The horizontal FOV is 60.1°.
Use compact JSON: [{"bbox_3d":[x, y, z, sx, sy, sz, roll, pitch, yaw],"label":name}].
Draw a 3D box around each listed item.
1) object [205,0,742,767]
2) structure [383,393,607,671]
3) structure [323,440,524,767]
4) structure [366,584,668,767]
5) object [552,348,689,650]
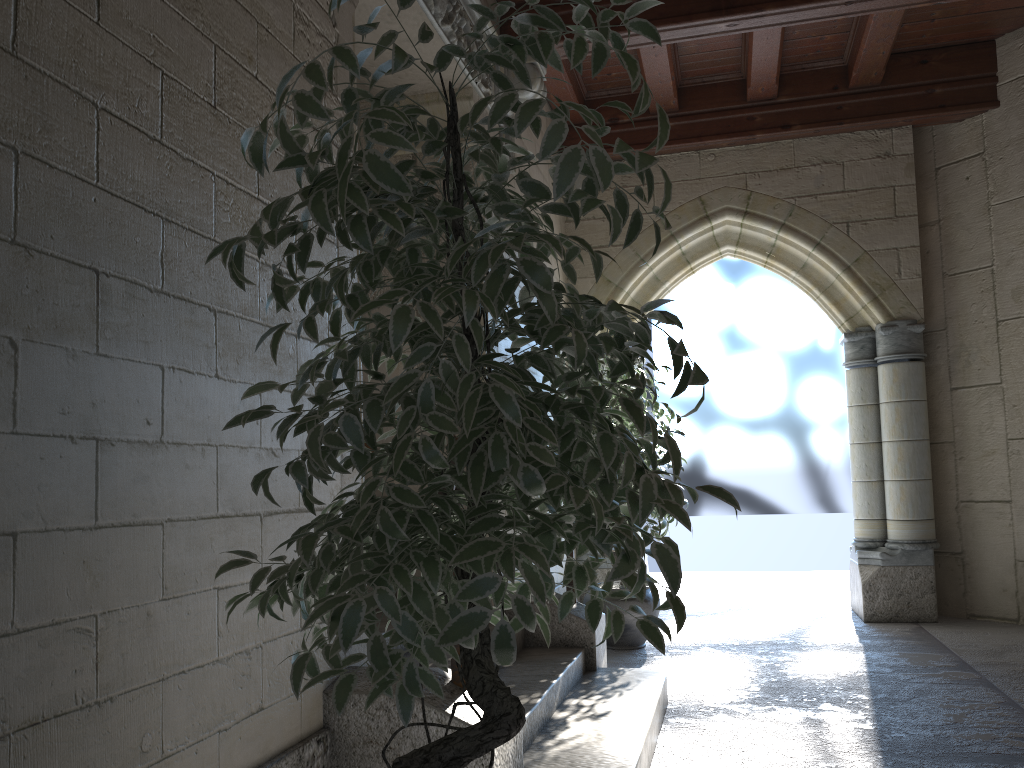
[{"bbox_3d":[-0.067,0.216,1.387,0.752,1.612,0.789,3,-6,-45],"label":"object"},{"bbox_3d":[-0.093,0.666,3.743,0.888,1.257,0.474,-3,-4,14],"label":"structure"},{"bbox_3d":[-0.431,0.519,2.377,0.888,1.257,0.478,-3,-4,14],"label":"structure"},{"bbox_3d":[-0.803,0.851,3.170,2.574,0.807,1.466,-3,-6,14],"label":"structure"},{"bbox_3d":[0.539,0.575,4.681,0.787,1.612,0.753,-3,-4,10],"label":"object"}]
